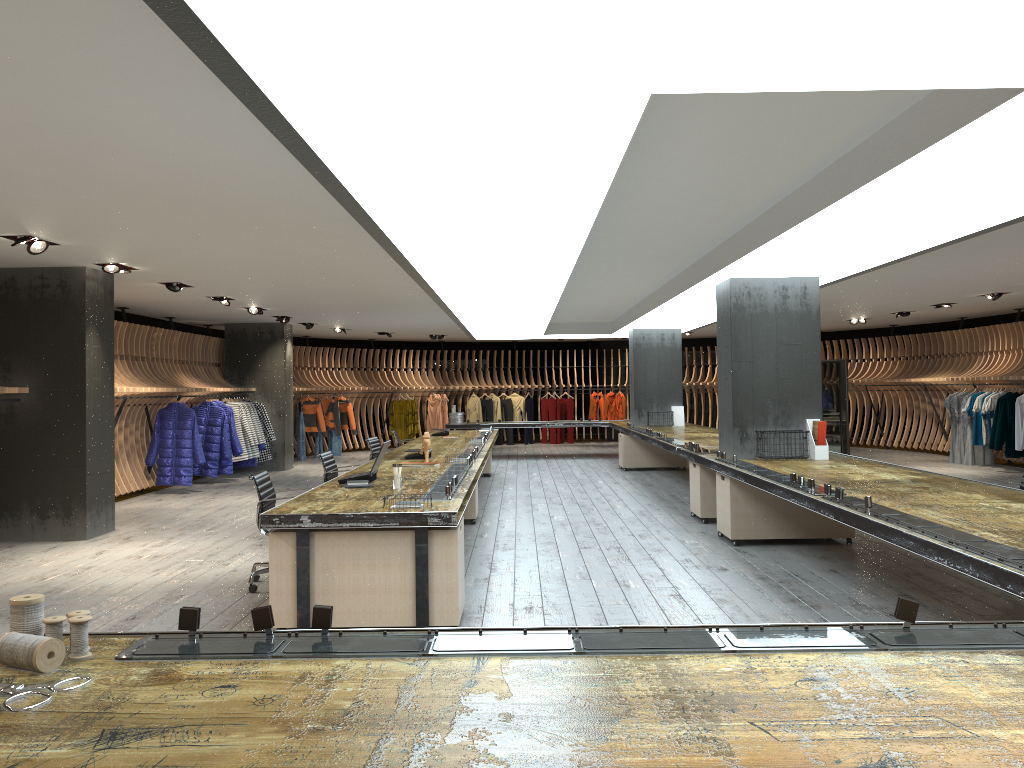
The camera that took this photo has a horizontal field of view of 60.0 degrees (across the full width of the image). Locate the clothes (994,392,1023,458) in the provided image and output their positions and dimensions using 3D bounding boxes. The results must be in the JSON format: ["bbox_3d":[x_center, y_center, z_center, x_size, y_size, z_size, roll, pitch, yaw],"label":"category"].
[{"bbox_3d":[8.274,0.660,14.351,0.913,1.082,0.238,-1,-1,5],"label":"clothes"}]

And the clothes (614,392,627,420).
[{"bbox_3d":[2.841,0.650,23.425,0.201,0.881,0.839,0,-1,-19],"label":"clothes"}]

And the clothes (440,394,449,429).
[{"bbox_3d":[-1.746,0.826,22.592,0.125,1.156,0.447,0,-1,-35],"label":"clothes"}]

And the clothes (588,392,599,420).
[{"bbox_3d":[2.163,0.661,23.517,0.201,0.881,0.839,-1,-1,16],"label":"clothes"}]

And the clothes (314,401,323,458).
[{"bbox_3d":[-4.314,1.084,19.684,0.200,1.422,0.308,-1,-1,-7],"label":"clothes"}]

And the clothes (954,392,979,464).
[{"bbox_3d":[8.281,0.861,15.899,0.677,1.435,0.203,-1,-1,15],"label":"clothes"}]

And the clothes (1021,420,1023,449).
[{"bbox_3d":[8.239,0.636,13.745,0.733,1.107,0.165,-1,-1,0],"label":"clothes"}]

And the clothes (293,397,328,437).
[{"bbox_3d":[-4.463,0.733,19.453,0.839,0.881,0.200,-1,-1,16],"label":"clothes"}]

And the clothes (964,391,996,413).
[{"bbox_3d":[8.280,0.593,15.417,0.743,0.931,0.158,-1,-1,25],"label":"clothes"}]

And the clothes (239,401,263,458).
[{"bbox_3d":[-4.781,0.832,15.719,0.752,1.062,0.128,-1,-1,-1],"label":"clothes"}]

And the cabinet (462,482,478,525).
[{"bbox_3d":[-0.958,1.220,9.916,1.131,0.630,0.593,-1,-1,0],"label":"cabinet"}]

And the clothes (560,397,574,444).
[{"bbox_3d":[1.429,1.019,23.536,0.551,1.338,0.093,-2,-2,41],"label":"clothes"}]

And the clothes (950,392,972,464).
[{"bbox_3d":[8.283,0.862,16.039,0.677,1.435,0.203,-1,-1,-10],"label":"clothes"}]

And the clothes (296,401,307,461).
[{"bbox_3d":[-4.541,1.085,19.135,0.200,1.422,0.308,0,-1,-22],"label":"clothes"}]

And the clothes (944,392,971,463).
[{"bbox_3d":[8.283,0.862,16.180,0.677,1.435,0.203,-1,-1,15],"label":"clothes"}]

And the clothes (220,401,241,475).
[{"bbox_3d":[-4.946,0.898,14.721,0.885,1.239,0.245,-1,-1,-3],"label":"clothes"}]

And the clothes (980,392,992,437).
[{"bbox_3d":[8.310,0.605,15.125,0.743,0.961,0.167,-1,-1,-6],"label":"clothes"}]

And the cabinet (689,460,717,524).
[{"bbox_3d":[2.573,1.168,9.725,1.131,0.630,0.593,-1,-1,0],"label":"cabinet"}]

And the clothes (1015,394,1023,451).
[{"bbox_3d":[8.297,0.636,13.935,0.733,1.107,0.165,-1,-1,5],"label":"clothes"}]

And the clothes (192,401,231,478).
[{"bbox_3d":[-5.027,0.904,14.402,0.880,1.261,0.242,-1,-1,-3],"label":"clothes"}]

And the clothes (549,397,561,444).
[{"bbox_3d":[1.140,1.023,23.522,0.093,1.338,0.551,0,-1,-29],"label":"clothes"}]

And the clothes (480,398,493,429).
[{"bbox_3d":[-0.695,1.043,23.095,0.539,1.353,0.087,-2,-2,35],"label":"clothes"}]

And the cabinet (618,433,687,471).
[{"bbox_3d":[2.498,1.203,15.779,1.131,0.630,0.593,-1,-1,0],"label":"cabinet"}]

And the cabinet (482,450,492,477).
[{"bbox_3d":[-0.920,1.249,15.122,1.131,0.630,0.593,-1,-1,0],"label":"cabinet"}]

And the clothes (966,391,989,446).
[{"bbox_3d":[8.223,0.608,15.320,0.738,0.971,0.167,-1,-1,9],"label":"clothes"}]

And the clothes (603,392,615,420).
[{"bbox_3d":[2.600,0.654,23.478,0.201,0.881,0.839,-2,-1,31],"label":"clothes"}]

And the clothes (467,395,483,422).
[{"bbox_3d":[-0.991,0.720,22.986,0.250,0.890,0.704,0,-1,-39],"label":"clothes"}]

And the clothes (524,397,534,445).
[{"bbox_3d":[0.450,1.025,23.434,0.087,1.353,0.539,-1,-1,25],"label":"clothes"}]

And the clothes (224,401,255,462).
[{"bbox_3d":[-4.785,0.829,15.222,0.752,1.062,0.128,-1,-1,-1],"label":"clothes"}]

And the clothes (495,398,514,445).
[{"bbox_3d":[-0.206,1.037,23.262,0.539,1.353,0.087,-1,-1,25],"label":"clothes"}]

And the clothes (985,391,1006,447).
[{"bbox_3d":[8.246,0.588,14.721,0.734,0.938,0.164,-1,-1,4],"label":"clothes"}]

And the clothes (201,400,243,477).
[{"bbox_3d":[-4.868,0.894,14.542,0.883,1.246,0.249,-1,-1,-3],"label":"clothes"}]

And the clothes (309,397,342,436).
[{"bbox_3d":[-4.179,0.734,19.941,0.839,0.881,0.201,-1,-1,21],"label":"clothes"}]

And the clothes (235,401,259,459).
[{"bbox_3d":[-4.784,0.830,15.457,0.752,1.062,0.128,-1,-1,-1],"label":"clothes"}]

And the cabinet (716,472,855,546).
[{"bbox_3d":[2.562,1.160,8.372,1.131,0.630,0.593,-1,-1,0],"label":"cabinet"}]

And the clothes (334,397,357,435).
[{"bbox_3d":[-3.938,0.731,20.465,0.839,0.881,0.201,-1,-1,31],"label":"clothes"}]

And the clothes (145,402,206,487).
[{"bbox_3d":[-4.959,0.888,13.009,0.885,1.239,0.245,-1,-1,-3],"label":"clothes"}]

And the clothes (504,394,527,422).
[{"bbox_3d":[0.075,0.705,23.349,0.704,0.890,0.250,-1,-1,21],"label":"clothes"}]

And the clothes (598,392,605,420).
[{"bbox_3d":[2.396,0.658,23.549,0.201,0.881,0.839,-1,-1,6],"label":"clothes"}]

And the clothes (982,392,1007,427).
[{"bbox_3d":[8.307,0.587,14.984,0.742,0.939,0.162,-1,-1,-5],"label":"clothes"}]

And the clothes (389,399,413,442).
[{"bbox_3d":[-2.733,0.900,21.834,0.664,1.045,0.168,-1,-1,31],"label":"clothes"}]

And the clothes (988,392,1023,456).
[{"bbox_3d":[8.276,0.661,14.561,0.913,1.082,0.238,-1,-1,0],"label":"clothes"}]

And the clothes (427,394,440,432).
[{"bbox_3d":[-1.985,0.829,22.443,0.447,1.156,0.125,-2,-2,35],"label":"clothes"}]

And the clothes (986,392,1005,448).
[{"bbox_3d":[8.263,0.604,14.907,0.742,0.950,0.167,-1,-1,-16],"label":"clothes"}]

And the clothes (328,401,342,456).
[{"bbox_3d":[-4.054,1.084,20.219,0.309,1.422,0.200,0,-1,-27],"label":"clothes"}]

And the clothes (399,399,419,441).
[{"bbox_3d":[-2.601,0.898,21.960,0.664,1.045,0.168,-1,-1,31],"label":"clothes"}]

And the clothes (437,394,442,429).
[{"bbox_3d":[-1.888,0.828,22.509,0.125,1.156,0.447,0,-1,-30],"label":"clothes"}]

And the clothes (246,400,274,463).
[{"bbox_3d":[-4.760,0.890,16.261,0.807,1.188,0.191,-1,-1,1],"label":"clothes"}]

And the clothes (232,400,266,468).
[{"bbox_3d":[-4.906,0.905,16.103,0.885,1.239,0.245,-1,-1,-3],"label":"clothes"}]

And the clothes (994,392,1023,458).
[{"bbox_3d":[8.282,0.660,14.438,0.913,1.082,0.238,-1,-1,0],"label":"clothes"}]

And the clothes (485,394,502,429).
[{"bbox_3d":[-0.503,0.714,23.191,0.704,0.890,0.250,-2,-1,41],"label":"clothes"}]

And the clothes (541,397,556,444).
[{"bbox_3d":[0.974,1.026,23.508,0.093,1.338,0.551,0,-2,-44],"label":"clothes"}]

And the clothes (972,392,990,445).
[{"bbox_3d":[8.278,0.592,15.177,0.743,0.931,0.158,-1,-1,5],"label":"clothes"}]

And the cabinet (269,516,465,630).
[{"bbox_3d":[-0.882,1.195,5.578,1.131,0.630,0.593,-1,-1,0],"label":"cabinet"}]

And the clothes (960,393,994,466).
[{"bbox_3d":[8.279,0.860,15.763,0.677,1.435,0.203,-1,-1,-15],"label":"clothes"}]
